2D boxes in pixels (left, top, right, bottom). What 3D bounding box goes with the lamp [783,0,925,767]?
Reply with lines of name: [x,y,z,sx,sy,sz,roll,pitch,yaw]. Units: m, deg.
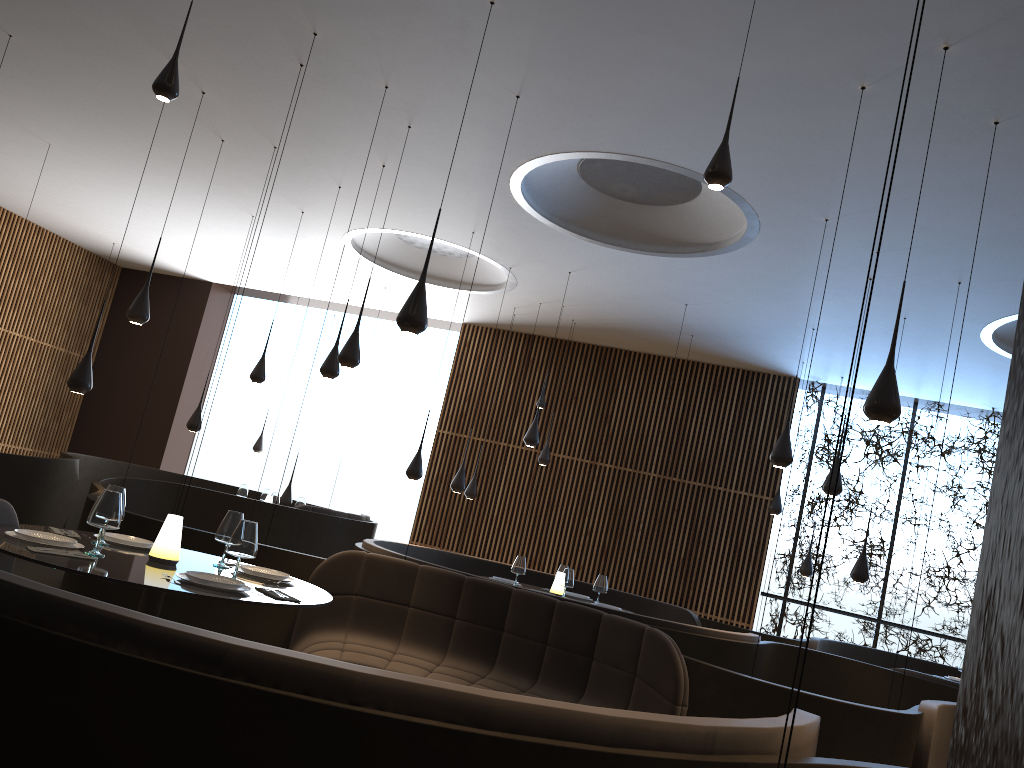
lamp: [0.776,0.453,2.222,0.196,6.255,0.196,17,-8,-27]

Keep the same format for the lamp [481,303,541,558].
lamp: [-0.294,1.853,12.427,0.195,6.255,0.197,6,-11,45]

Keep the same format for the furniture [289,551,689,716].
furniture: [-0.241,1.722,5.253,2.527,1.057,0.936,10,-9,22]

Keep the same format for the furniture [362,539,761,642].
furniture: [0.283,2.480,8.580,3.793,1.114,3.891,14,-9,-8]

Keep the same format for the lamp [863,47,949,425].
lamp: [2.243,-0.858,4.948,0.196,2.216,0.195,19,-9,-37]

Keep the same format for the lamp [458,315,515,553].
lamp: [-0.665,1.937,13.481,0.195,6.255,0.197,10,-8,25]

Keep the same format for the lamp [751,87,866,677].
lamp: [1.541,1.125,5.269,0.196,6.255,0.195,19,-9,-37]

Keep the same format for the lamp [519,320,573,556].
lamp: [0.212,2.055,12.946,0.195,6.255,0.197,10,-8,25]

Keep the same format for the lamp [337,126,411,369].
lamp: [-1.160,-1.209,7.718,0.195,2.216,0.197,12,-8,12]

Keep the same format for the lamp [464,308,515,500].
lamp: [-0.289,0.270,13.258,0.196,2.951,0.196,13,-8,2]

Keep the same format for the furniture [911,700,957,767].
furniture: [3.166,2.635,5.469,2.540,1.044,0.900,18,-10,-31]

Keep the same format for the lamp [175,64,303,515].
lamp: [-2.408,0.443,6.757,0.196,6.255,0.196,13,-8,2]

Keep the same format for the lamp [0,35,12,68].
lamp: [-4.804,-1.681,7.710,0.196,2.951,0.195,19,-9,-37]

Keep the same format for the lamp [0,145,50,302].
lamp: [-6.244,-0.172,10.382,0.195,6.255,0.197,8,-9,32]

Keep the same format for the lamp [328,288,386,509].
lamp: [-2.718,1.490,13.682,0.196,6.255,0.196,14,-8,-8]

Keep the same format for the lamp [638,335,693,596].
lamp: [1.870,2.330,12.251,0.196,6.255,0.196,14,-8,-8]

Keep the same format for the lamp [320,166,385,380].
lamp: [-1.543,-1.123,8.780,0.195,2.216,0.197,10,-8,22]

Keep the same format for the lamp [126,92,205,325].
lamp: [-3.090,-1.608,8.014,0.196,2.216,0.195,19,-9,-37]

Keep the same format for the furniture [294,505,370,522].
furniture: [-2.572,2.192,11.948,0.930,1.057,2.543,11,-9,13]

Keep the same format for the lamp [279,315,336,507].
lamp: [-3.014,0.384,13.217,0.196,2.951,0.196,17,-8,-27]

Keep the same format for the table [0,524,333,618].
table: [-1.811,1.358,4.237,1.679,1.020,1.671,20,-11,-37]

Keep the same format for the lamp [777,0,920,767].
lamp: [0.726,1.170,2.477,0.196,6.255,0.196,17,-8,-27]

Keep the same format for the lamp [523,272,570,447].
lamp: [0.469,-0.313,10.881,0.195,2.216,0.197,12,-8,12]

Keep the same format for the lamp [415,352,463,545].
lamp: [-1.512,2.502,13.937,0.196,6.255,0.196,14,-8,-8]

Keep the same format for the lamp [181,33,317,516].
lamp: [-2.175,0.409,6.208,0.196,6.255,0.196,13,-8,2]

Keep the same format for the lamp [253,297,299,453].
lamp: [-4.286,-0.179,16.253,0.195,2.951,0.197,6,-10,42]

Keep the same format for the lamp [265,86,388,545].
lamp: [-1.727,0.608,6.795,0.195,6.255,0.197,6,-10,42]

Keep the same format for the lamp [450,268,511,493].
lamp: [-0.354,-0.073,11.235,0.196,2.951,0.196,17,-8,-27]

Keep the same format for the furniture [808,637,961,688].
furniture: [5.080,3.686,9.267,3.793,1.044,3.895,14,-9,-6]

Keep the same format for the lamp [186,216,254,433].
lamp: [-3.784,-0.811,11.622,0.196,2.951,0.195,19,-9,-37]

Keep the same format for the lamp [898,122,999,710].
lamp: [2.418,1.336,5.311,0.196,6.255,0.195,19,-9,-37]

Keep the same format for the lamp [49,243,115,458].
lamp: [-6.088,1.120,11.577,0.195,6.255,0.197,8,-9,32]

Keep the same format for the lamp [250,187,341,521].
lamp: [-2.625,0.830,9.461,0.195,6.255,0.197,10,-8,22]

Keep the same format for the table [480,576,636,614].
table: [0.314,2.550,8.537,1.669,1.020,1.681,9,-10,27]

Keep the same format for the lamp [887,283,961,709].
lamp: [3.576,2.054,8.077,0.196,6.255,0.195,19,-9,-37]

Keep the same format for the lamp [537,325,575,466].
lamp: [0.710,0.140,13.364,0.195,2.216,0.197,6,-10,42]

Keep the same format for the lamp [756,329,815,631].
lamp: [3.040,2.338,10.610,0.196,6.255,0.196,17,-8,-27]

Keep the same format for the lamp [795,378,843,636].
lamp: [4.162,2.929,12.643,0.195,6.255,0.197,6,-10,42]

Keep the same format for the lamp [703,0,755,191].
lamp: [1.105,-1.628,4.165,0.133,1.504,0.133,12,-8,12]

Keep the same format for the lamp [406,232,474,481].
lamp: [-0.785,-0.345,10.173,0.196,2.951,0.196,16,-8,-17]

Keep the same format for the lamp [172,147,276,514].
lamp: [-3.143,0.587,8.710,0.195,6.255,0.197,10,-8,22]

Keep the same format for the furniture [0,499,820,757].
furniture: [-0.945,1.232,3.003,3.929,1.044,1.990,11,-9,14]

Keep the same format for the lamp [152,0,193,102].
lamp: [-1.616,-2.185,4.635,0.133,1.504,0.133,12,-8,12]

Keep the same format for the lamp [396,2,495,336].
lamp: [-0.377,-1.377,5.548,0.196,2.216,0.196,17,-8,-27]

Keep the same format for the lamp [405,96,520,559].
lamp: [-0.662,0.800,6.443,0.196,6.255,0.195,19,-9,-37]

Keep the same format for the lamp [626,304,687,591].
lamp: [1.505,2.015,10.832,0.196,6.255,0.196,17,-8,-27]

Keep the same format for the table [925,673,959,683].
table: [5.198,3.840,9.464,1.676,1.020,1.674,17,-9,-22]

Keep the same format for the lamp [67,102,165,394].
lamp: [-3.265,-1.351,7.530,0.195,2.951,0.197,10,-8,22]

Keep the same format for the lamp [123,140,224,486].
lamp: [-3.730,0.475,8.863,0.196,6.255,0.195,19,-9,-37]

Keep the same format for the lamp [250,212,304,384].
lamp: [-2.873,-1.080,10.969,0.196,2.216,0.195,19,-9,-37]
